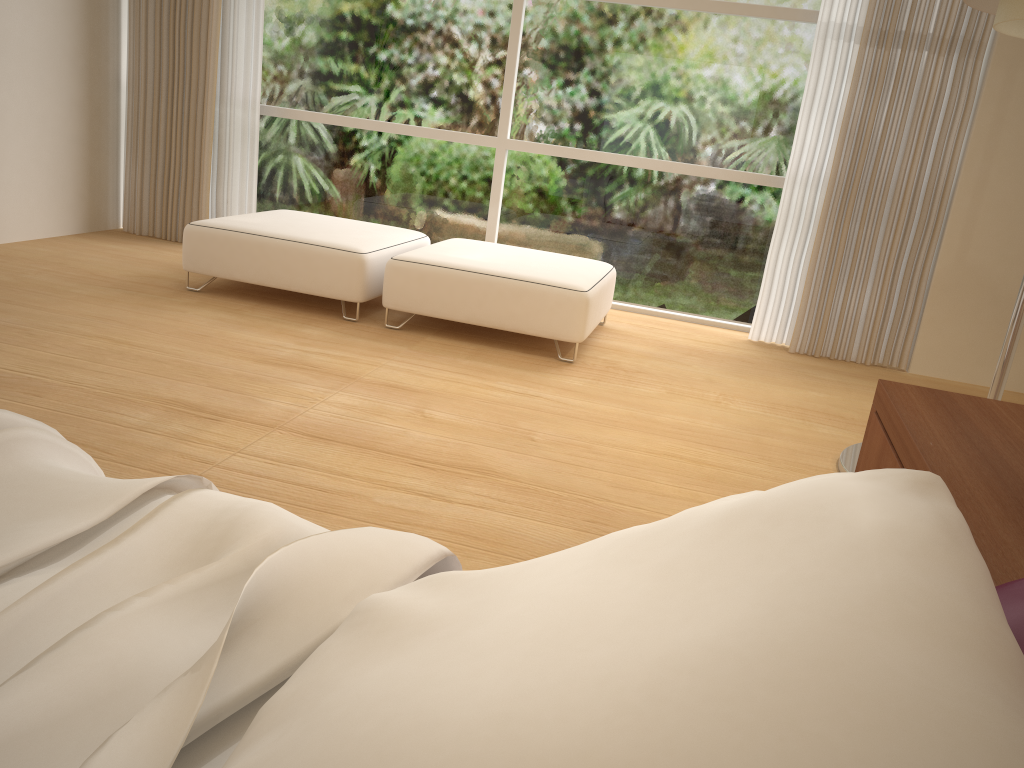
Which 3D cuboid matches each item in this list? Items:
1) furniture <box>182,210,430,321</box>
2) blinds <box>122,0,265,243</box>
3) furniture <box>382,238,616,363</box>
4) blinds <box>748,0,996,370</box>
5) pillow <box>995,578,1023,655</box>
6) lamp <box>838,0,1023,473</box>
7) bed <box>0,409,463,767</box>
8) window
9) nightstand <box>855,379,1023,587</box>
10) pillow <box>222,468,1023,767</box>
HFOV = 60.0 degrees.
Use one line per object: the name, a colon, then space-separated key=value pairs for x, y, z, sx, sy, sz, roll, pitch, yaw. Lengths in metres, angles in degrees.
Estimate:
furniture: x=-1.021 y=-0.651 z=4.588 sx=0.965 sy=0.346 sz=0.964 roll=11 pitch=17 yaw=12
blinds: x=-1.842 y=-2.489 z=5.072 sx=0.950 sy=3.352 sz=0.211 roll=11 pitch=17 yaw=10
furniture: x=-0.026 y=-0.455 z=4.377 sx=0.965 sy=0.346 sz=0.964 roll=11 pitch=17 yaw=12
blinds: x=1.875 y=-1.742 z=4.233 sx=0.814 sy=3.351 sz=0.202 roll=11 pitch=17 yaw=11
pillow: x=0.188 y=0.412 z=0.056 sx=0.575 sy=0.369 sz=1.683 roll=11 pitch=17 yaw=12
lamp: x=1.632 y=-0.590 z=2.648 sx=0.817 sy=2.018 sz=0.817 roll=-4 pitch=20 yaw=-33
bed: x=-0.857 y=0.551 z=0.320 sx=2.535 sy=0.570 sz=2.599 roll=11 pitch=17 yaw=12
window: x=0.051 y=-2.202 z=4.922 sx=4.781 sy=3.371 sz=0.071 roll=11 pitch=17 yaw=12
nightstand: x=0.516 y=0.819 z=0.086 sx=0.493 sy=0.539 sz=4.220 roll=11 pitch=17 yaw=12
pillow: x=-0.076 y=0.376 z=0.109 sx=0.561 sy=0.339 sz=1.720 roll=11 pitch=17 yaw=12
